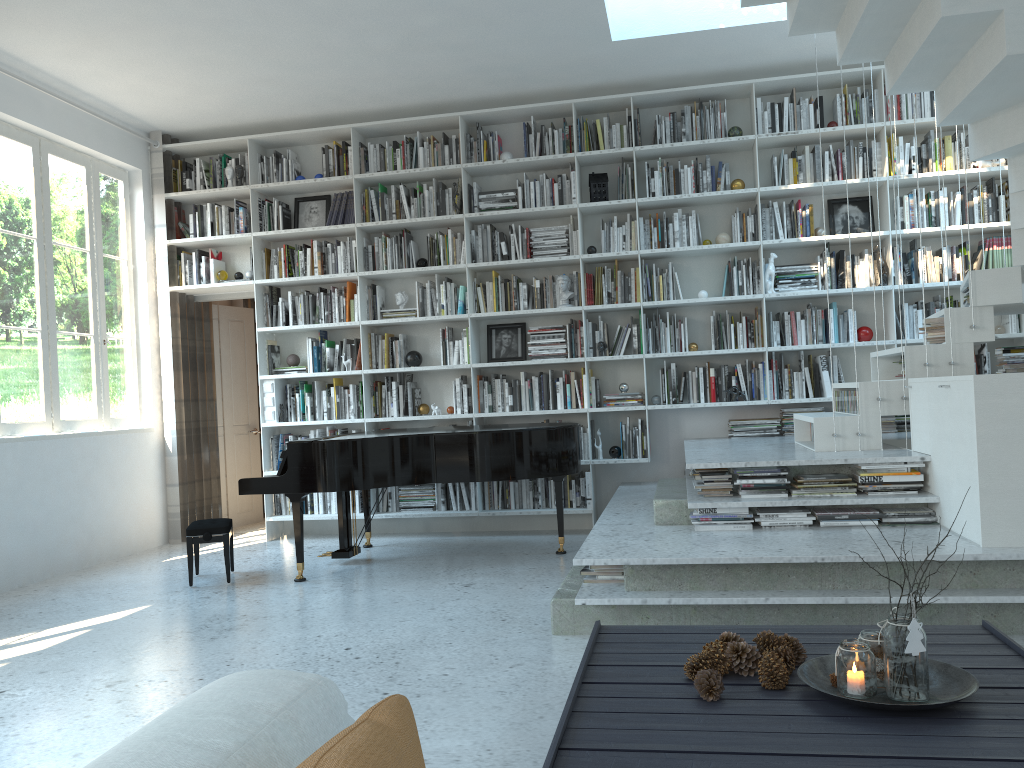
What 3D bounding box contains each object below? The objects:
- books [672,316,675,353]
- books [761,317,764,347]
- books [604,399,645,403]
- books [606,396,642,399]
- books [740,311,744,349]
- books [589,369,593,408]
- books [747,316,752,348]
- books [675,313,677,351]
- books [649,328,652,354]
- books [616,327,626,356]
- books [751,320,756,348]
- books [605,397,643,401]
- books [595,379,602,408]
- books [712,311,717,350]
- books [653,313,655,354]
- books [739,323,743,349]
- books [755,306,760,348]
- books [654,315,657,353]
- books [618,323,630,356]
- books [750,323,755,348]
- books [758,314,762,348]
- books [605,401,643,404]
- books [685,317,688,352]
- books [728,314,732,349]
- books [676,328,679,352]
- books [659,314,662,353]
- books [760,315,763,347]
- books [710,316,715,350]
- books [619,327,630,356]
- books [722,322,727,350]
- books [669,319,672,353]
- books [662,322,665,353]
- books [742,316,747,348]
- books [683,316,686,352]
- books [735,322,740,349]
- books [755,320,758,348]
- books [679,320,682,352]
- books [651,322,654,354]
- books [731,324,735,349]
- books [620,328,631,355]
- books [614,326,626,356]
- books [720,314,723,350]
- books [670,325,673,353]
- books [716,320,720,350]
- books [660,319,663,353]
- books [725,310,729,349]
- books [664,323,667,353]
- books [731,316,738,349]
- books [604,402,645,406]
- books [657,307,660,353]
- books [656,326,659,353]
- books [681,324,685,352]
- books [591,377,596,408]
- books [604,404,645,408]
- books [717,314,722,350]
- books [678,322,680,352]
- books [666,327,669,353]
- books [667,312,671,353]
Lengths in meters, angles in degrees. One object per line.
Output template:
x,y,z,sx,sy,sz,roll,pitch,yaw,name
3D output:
1.171,-0.353,6.432,0.012,0.267,0.183,-3,0,11,books
1.785,-0.364,6.334,0.009,0.223,0.146,-3,0,11,books
0.819,0.122,6.452,0.285,0.012,0.159,-3,-1,14,books
0.816,0.097,6.446,0.254,0.012,0.161,-3,-1,11,books
1.643,-0.382,6.342,0.006,0.274,0.173,-3,0,11,books
0.588,0.034,6.560,0.012,0.285,0.159,-3,0,11,books
1.693,-0.363,6.345,0.021,0.231,0.155,-3,0,11,books
1.193,-0.363,6.444,0.006,0.285,0.159,-3,0,11,books
1.014,-0.306,6.473,0.015,0.188,0.168,-3,-1,11,books
0.805,-0.304,6.512,0.090,0.212,0.143,-3,0,11,books
1.728,-0.352,6.340,0.016,0.205,0.141,-3,0,11,books
0.819,0.110,6.456,0.254,0.012,0.161,-3,-1,16,books
0.638,0.069,6.553,0.030,0.210,0.136,-3,0,11,books
1.463,-0.380,6.401,0.016,0.289,0.131,-3,0,11,books
1.038,-0.361,6.463,0.018,0.295,0.177,-3,0,11,books
1.633,-0.336,6.340,0.019,0.183,0.190,-3,-1,11,books
1.747,-0.398,6.318,0.007,0.295,0.162,-3,0,11,books
1.050,-0.354,6.459,0.006,0.281,0.155,-3,0,11,books
0.820,-0.320,6.508,0.094,0.238,0.149,-3,0,11,books
1.708,-0.339,6.315,0.016,0.180,0.189,-3,-1,11,books
1.766,-0.371,6.342,0.019,0.241,0.134,-3,0,11,books
0.820,0.134,6.454,0.254,0.012,0.161,-3,-1,17,books
1.264,-0.350,6.424,0.013,0.251,0.172,-3,0,11,books
1.556,-0.366,6.349,0.018,0.251,0.184,-3,0,11,books
1.204,-0.311,6.441,0.013,0.179,0.140,-3,-1,11,books
1.080,-0.357,6.446,0.005,0.284,0.159,-3,0,11,books
1.779,-0.369,6.344,0.007,0.235,0.131,-3,0,11,books
1.445,-0.360,6.392,0.019,0.251,0.130,-3,0,11,books
0.826,-0.307,6.516,0.090,0.215,0.139,-3,0,11,books
1.527,-0.343,6.395,0.031,0.208,0.122,-3,0,11,books
1.152,-0.342,6.450,0.007,0.247,0.153,-3,0,11,books
1.100,-0.330,6.434,0.011,0.226,0.188,-3,-1,11,books
1.656,-0.360,6.339,0.018,0.229,0.181,-3,-1,11,books
1.251,-0.354,6.425,0.014,0.261,0.142,-3,0,11,books
1.617,-0.341,6.348,0.015,0.195,0.175,-3,-1,11,books
1.740,-0.352,6.327,0.013,0.204,0.158,-3,-1,11,books
1.223,-0.342,6.429,0.015,0.238,0.176,-3,0,11,books
1.028,-0.332,6.479,0.011,0.239,0.136,-3,0,11,books
1.575,-0.333,6.345,0.018,0.182,0.182,-3,-1,11,books
0.837,-0.302,6.503,0.091,0.205,0.169,-3,-1,11,books
0.795,-0.311,6.519,0.095,0.226,0.144,-3,0,11,books
1.503,-0.367,6.379,0.008,0.259,0.158,-3,0,11,books
1.162,-0.321,6.446,0.013,0.203,0.167,-3,-1,11,books
1.475,-0.344,6.371,0.016,0.216,0.177,-3,-1,11,books
1.090,-0.340,6.447,0.013,0.248,0.165,-3,0,11,books
1.547,-0.382,6.377,0.007,0.285,0.159,-3,0,11,books
1.115,-0.326,6.444,0.013,0.218,0.160,-3,0,11,books
1.597,-0.364,6.371,0.030,0.244,0.135,-3,0,11,books
0.821,0.146,6.457,0.285,0.012,0.159,-3,-1,16,books
1.070,-0.385,6.472,0.007,0.342,0.149,-3,0,11,books
1.062,-0.316,6.465,0.013,0.204,0.154,-3,-1,11,books
1.237,-0.327,6.423,0.014,0.207,0.180,-3,-1,11,books
0.609,0.062,6.556,0.027,0.229,0.141,-3,0,11,books
0.821,0.158,6.452,0.285,0.012,0.159,-3,-1,14,books
1.492,-0.368,6.382,0.015,0.262,0.149,-3,0,11,books
1.214,-0.333,6.441,0.008,0.223,0.133,-3,0,11,books
1.127,-0.311,6.437,0.013,0.186,0.183,-3,-1,11,books
1.137,-0.367,6.433,0.014,0.297,0.175,-3,0,11,books
